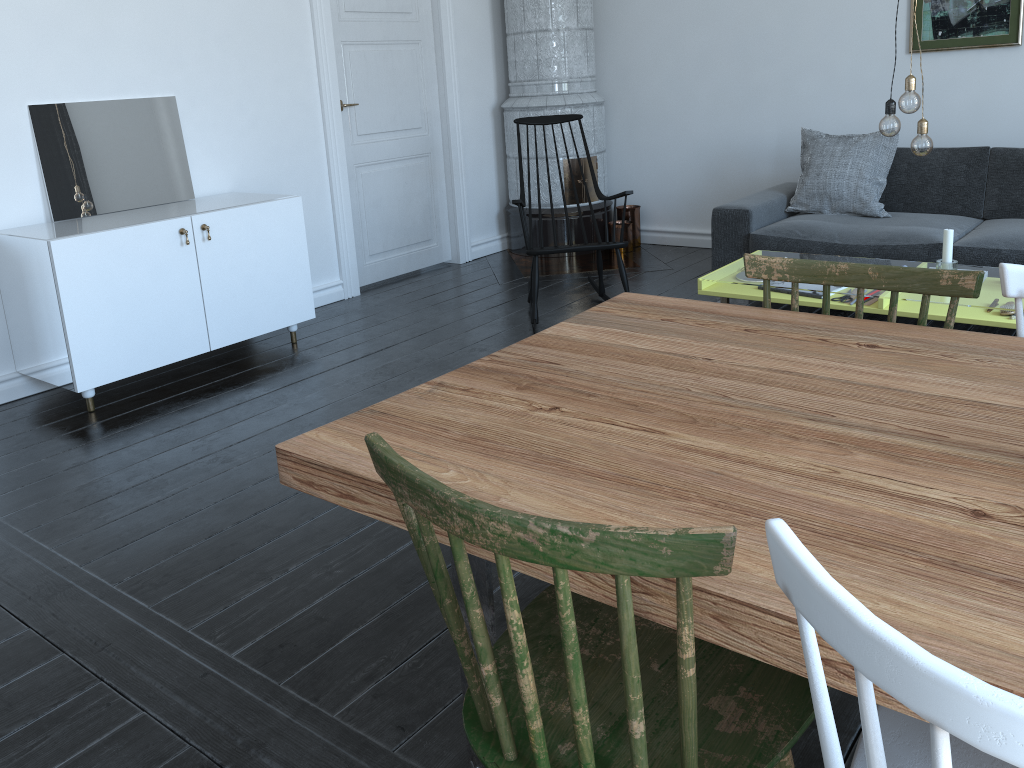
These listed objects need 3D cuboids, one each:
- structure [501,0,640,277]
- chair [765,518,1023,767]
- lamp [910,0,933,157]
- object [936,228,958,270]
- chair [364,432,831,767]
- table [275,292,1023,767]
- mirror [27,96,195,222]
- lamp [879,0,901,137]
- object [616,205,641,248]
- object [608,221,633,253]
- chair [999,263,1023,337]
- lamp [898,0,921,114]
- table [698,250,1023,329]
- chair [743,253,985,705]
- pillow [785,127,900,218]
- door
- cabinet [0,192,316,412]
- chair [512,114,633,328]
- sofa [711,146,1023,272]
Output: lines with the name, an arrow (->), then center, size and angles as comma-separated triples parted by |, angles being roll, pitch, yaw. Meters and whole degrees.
structure -> 0.294, -2.283, 5.843 | 0.779, 2.812, 1.304 | -5, 14, -6
chair -> 0.523, 0.505, 0.838 | 0.470, 0.820, 0.521 | 8, 19, 37
lamp -> 1.412, -1.520, 2.982 | 0.089, 1.457, 0.076 | -11, 15, -26
object -> 1.645, -0.503, 3.325 | 0.075, 0.169, 0.076 | -8, 15, -16
chair -> 0.147, 0.428, 1.152 | 0.471, 0.805, 0.496 | 7, 19, 36
table -> 0.853, 0.455, 1.103 | 2.246, 0.696, 1.041 | 11, 23, 37
mirror -> -1.823, -1.056, 4.069 | 0.054, 0.489, 0.711 | 7, 20, 37
lamp -> 1.321, -1.600, 3.017 | 0.074, 1.457, 0.088 | -4, 13, 0
object -> 0.830, -1.120, 6.255 | 0.174, 0.273, 0.179 | 8, 19, 37
object -> 0.755, -1.020, 6.103 | 0.175, 0.194, 0.176 | 5, 18, 28
chair -> 1.006, 0.260, 1.450 | 0.470, 0.820, 0.521 | 8, 19, 37
lamp -> 1.360, -1.664, 2.951 | 0.074, 1.457, 0.076 | -5, 13, -4
table -> 1.486, -0.208, 3.351 | 1.413, 0.388, 0.614 | 11, 23, 37
chair -> 0.605, 0.201, 1.717 | 0.471, 0.805, 0.496 | 7, 19, 36
pillow -> 2.409, -1.038, 4.380 | 2.078, 0.478, 0.487 | 14, 24, 41
door -> -0.756, -1.860, 5.442 | 0.117, 2.408, 1.194 | 6, 18, 37
cabinet -> -1.561, -0.423, 4.035 | 0.594, 0.715, 1.228 | 8, 21, 37
chair -> 0.281, -0.885, 4.623 | 0.613, 0.977, 0.932 | -5, 16, -6
sofa -> 2.307, -0.792, 4.392 | 2.393, 0.703, 1.108 | 11, 23, 37
